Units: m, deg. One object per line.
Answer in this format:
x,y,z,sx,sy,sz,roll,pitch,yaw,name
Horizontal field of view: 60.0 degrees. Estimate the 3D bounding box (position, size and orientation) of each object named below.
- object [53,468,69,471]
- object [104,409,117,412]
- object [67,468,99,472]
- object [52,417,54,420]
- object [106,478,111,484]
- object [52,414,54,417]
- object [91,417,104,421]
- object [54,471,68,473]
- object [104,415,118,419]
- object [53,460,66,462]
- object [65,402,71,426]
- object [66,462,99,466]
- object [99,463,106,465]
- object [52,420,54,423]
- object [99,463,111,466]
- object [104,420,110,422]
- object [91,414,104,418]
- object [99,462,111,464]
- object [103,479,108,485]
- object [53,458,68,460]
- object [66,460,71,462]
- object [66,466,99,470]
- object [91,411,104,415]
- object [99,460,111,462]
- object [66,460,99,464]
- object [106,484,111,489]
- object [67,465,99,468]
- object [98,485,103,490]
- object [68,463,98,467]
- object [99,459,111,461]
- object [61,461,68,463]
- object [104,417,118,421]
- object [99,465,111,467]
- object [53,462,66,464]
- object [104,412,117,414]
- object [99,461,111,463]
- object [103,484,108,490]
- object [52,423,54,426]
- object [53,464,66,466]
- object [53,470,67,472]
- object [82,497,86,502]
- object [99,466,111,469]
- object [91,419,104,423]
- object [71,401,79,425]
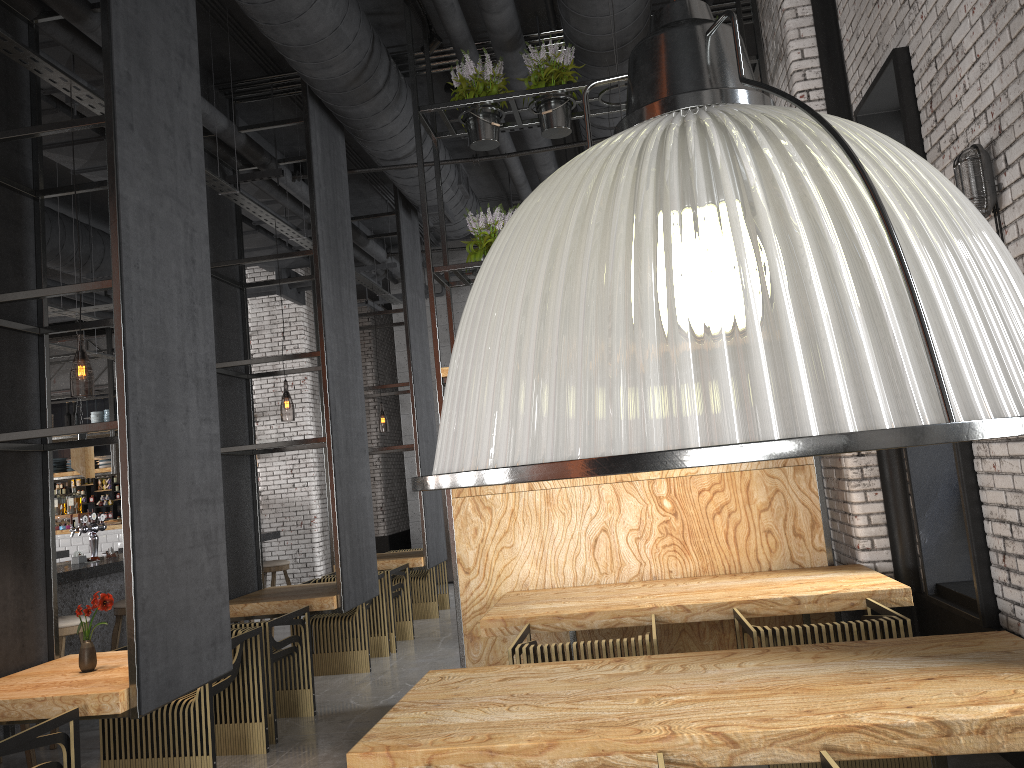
-6.944,1.321,13.496,0.373,0.067,0.371,-4,-6,-11,object
-6.069,0.437,13.443,0.218,0.091,0.218,-8,-7,25,object
-6.495,1.309,13.431,0.454,0.033,0.453,-4,-6,-10,object
-7.141,0.567,13.606,0.196,0.101,0.196,-6,-6,3,object
-7.501,1.809,16.540,0.092,0.108,0.105,-8,-7,19,object
-7.144,0.523,13.615,0.196,0.104,0.196,-4,-6,-15,object
-6.291,0.541,13.484,0.210,0.078,0.210,-9,-7,29,object
-6.940,1.356,13.489,0.335,0.033,0.334,-3,-6,-23,object
-6.065,0.532,13.431,0.218,0.092,0.218,-11,-8,43,object
-6.955,1.197,13.508,0.335,0.036,0.334,-5,-6,-3,object
-6.760,0.512,13.506,0.098,0.472,0.098,-9,-8,30,object
-6.503,1.212,13.441,0.454,0.065,0.451,-2,-7,-30,object
-6.092,1.208,13.385,0.263,0.032,0.262,-2,-7,-34,object
-7.138,0.611,13.604,0.196,0.104,0.196,-8,-7,24,object
-6.092,1.221,13.384,0.264,0.038,0.265,-9,-7,30,object
-6.050,0.595,13.421,0.218,0.093,0.218,-5,-6,-9,object
-6.292,0.497,13.487,0.210,0.076,0.209,-4,-6,-18,object
-6.094,1.197,13.387,0.263,0.028,0.263,-10,-7,34,object
-7.592,1.819,16.551,0.089,0.108,0.106,-1,-8,-32,object
-6.959,1.164,13.512,0.372,0.050,0.373,-9,-7,29,object
-6.506,1.166,13.448,0.452,0.062,0.453,-8,-6,23,object
-6.498,1.285,13.434,0.454,0.042,0.453,-4,-6,-18,object
-6.293,0.454,13.493,0.210,0.074,0.209,-7,-6,12,object
-6.096,1.168,13.390,0.265,0.034,0.265,-8,-6,20,object
-6.507,1.191,13.444,0.453,0.048,0.453,-9,-7,34,object
-7.492,1.909,16.528,0.092,0.108,0.105,-8,-7,19,object
-6.498,1.260,13.436,0.453,0.050,0.453,-9,-7,27,object
-7.682,1.930,16.553,0.089,0.108,0.106,-1,-8,-32,object
-6.504,1.236,13.438,0.453,0.062,0.453,-1,-7,-38,object
-6.098,1.157,13.392,0.265,0.037,0.264,-6,-6,2,object
-6.954,1.212,13.506,0.335,0.035,0.334,-4,-6,-17,object
-6.062,0.564,13.424,0.218,0.092,0.218,-5,-6,-3,object
-6.091,1.239,13.381,0.263,0.038,0.262,-4,-6,-19,object
-6.952,1.224,13.507,0.334,0.052,0.333,-8,-6,24,object
-6.061,0.467,13.437,0.218,0.096,0.218,-5,-6,-9,object
-6.095,1.186,13.388,0.263,0.029,0.262,-4,-6,-16,object
-7.586,1.917,16.539,0.092,0.112,0.100,-5,-6,-6,object
-7.132,0.654,13.593,0.196,0.104,0.196,-11,-8,43,object
-6.950,1.253,13.501,0.334,0.039,0.334,-6,-6,7,object
-6.941,1.342,13.489,0.335,0.046,0.333,-5,-6,-7,object
-7.986,2.154,16.571,0.092,0.108,0.105,-8,-7,19,object
-6.087,1.262,13.379,0.263,0.026,0.263,-11,-8,42,object
-6.281,0.584,13.482,0.210,0.074,0.209,-4,-6,-18,object
-6.654,0.500,13.493,0.098,0.472,0.098,-9,-8,30,object
